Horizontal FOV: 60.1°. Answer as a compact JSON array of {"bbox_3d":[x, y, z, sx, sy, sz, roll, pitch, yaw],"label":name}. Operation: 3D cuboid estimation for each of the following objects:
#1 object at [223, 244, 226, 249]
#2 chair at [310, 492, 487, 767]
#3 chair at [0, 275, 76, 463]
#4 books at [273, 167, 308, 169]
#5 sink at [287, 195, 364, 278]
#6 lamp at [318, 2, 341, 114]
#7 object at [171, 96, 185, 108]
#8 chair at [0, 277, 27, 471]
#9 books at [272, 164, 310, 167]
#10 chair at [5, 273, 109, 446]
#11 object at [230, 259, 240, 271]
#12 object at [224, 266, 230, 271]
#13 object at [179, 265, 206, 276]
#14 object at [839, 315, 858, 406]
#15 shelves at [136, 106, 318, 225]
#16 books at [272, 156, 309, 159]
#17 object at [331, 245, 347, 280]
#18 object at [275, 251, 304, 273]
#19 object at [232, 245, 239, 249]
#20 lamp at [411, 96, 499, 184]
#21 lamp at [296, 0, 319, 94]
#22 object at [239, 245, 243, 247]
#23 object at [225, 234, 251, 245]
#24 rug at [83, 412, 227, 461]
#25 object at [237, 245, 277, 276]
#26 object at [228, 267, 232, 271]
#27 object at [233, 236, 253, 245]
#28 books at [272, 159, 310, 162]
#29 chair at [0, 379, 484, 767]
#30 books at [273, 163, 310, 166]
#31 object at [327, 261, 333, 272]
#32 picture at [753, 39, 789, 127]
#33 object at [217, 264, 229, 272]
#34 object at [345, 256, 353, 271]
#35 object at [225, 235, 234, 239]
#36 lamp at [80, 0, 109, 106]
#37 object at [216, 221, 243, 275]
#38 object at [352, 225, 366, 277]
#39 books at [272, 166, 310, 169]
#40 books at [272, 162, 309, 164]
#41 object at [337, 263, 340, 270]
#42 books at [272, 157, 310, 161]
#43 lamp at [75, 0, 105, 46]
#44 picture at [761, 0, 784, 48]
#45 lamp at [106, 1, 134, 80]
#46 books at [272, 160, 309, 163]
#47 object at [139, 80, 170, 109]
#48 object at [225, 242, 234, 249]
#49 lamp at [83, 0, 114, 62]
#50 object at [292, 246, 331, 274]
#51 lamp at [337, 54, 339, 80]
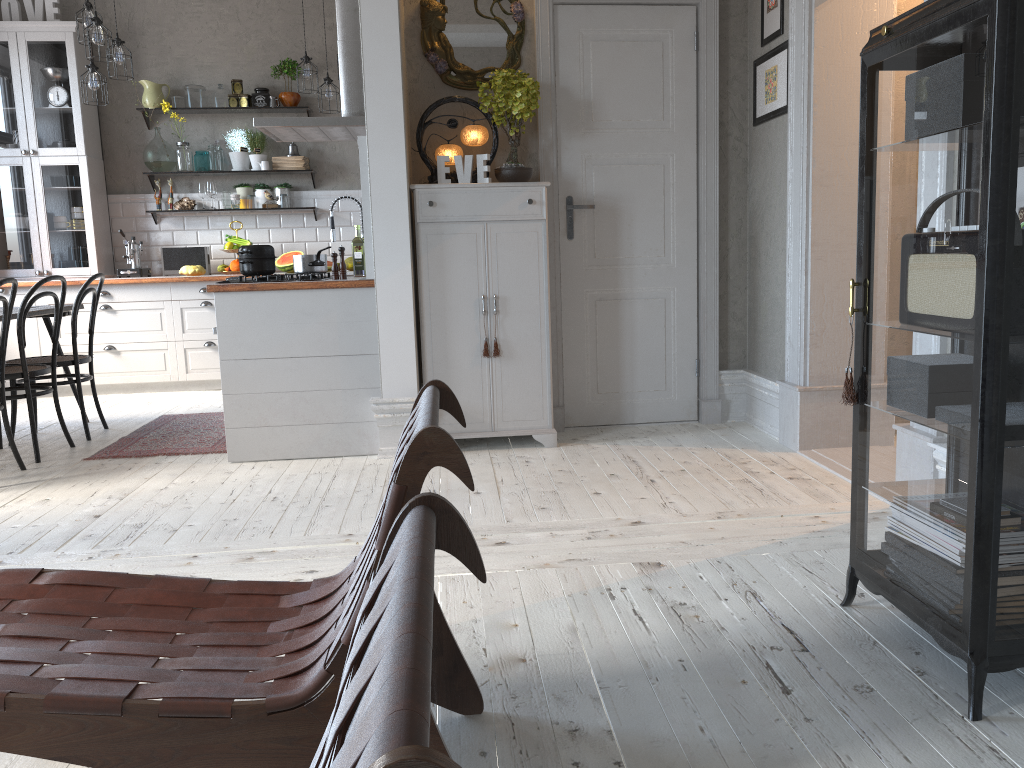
[{"bbox_3d":[-2.249,-1.082,7.059,0.097,0.078,0.100,-5,9,-18],"label":"object"},{"bbox_3d":[-0.495,0.525,0.685,1.021,0.721,0.505,-3,8,-6],"label":"chair"},{"bbox_3d":[-2.529,-0.081,4.488,0.549,0.921,0.438,-2,8,2],"label":"chair"},{"bbox_3d":[-1.797,-1.751,7.215,0.261,0.011,0.157,-2,8,0],"label":"books"},{"bbox_3d":[-1.098,-0.735,5.164,0.530,0.720,0.484,-3,8,-5],"label":"sink"},{"bbox_3d":[-1.378,-2.870,6.433,0.149,1.735,0.144,-8,10,-33],"label":"lamp"},{"bbox_3d":[-2.652,-2.228,7.041,0.104,0.111,0.103,-3,8,-6],"label":"object"},{"bbox_3d":[-2.484,-0.005,3.963,0.553,0.921,0.435,-3,9,-8],"label":"chair"},{"bbox_3d":[-1.798,-1.773,7.212,0.260,0.016,0.158,-1,8,3],"label":"books"},{"bbox_3d":[-2.547,-0.151,4.965,0.553,0.921,0.435,-3,9,-8],"label":"chair"},{"bbox_3d":[-2.159,-0.933,6.960,0.115,0.111,0.109,-8,11,-37],"label":"object"},{"bbox_3d":[-2.250,-0.918,7.061,0.084,0.057,0.089,2,9,26],"label":"object"},{"bbox_3d":[-2.484,-0.883,6.886,0.198,0.083,0.188,-2,8,-5],"label":"object"},{"bbox_3d":[0.852,-0.059,2.237,0.044,0.234,0.041,5,11,41],"label":"object"},{"bbox_3d":[-2.266,-1.740,7.154,1.322,0.923,0.227,-3,8,-6],"label":"shelves"},{"bbox_3d":[-1.800,-1.837,7.202,0.261,0.011,0.157,-2,8,0],"label":"books"},{"bbox_3d":[-0.848,-0.595,4.332,0.073,0.167,0.036,-3,9,-6],"label":"object"},{"bbox_3d":[-1.745,-0.958,6.960,0.233,0.174,0.220,1,9,16],"label":"object"},{"bbox_3d":[-2.188,-1.070,7.008,0.064,0.061,0.066,-3,8,-5],"label":"object"},{"bbox_3d":[-0.270,-1.144,4.412,0.449,0.558,0.172,-2,8,2],"label":"lamp"},{"bbox_3d":[-1.500,-2.966,6.269,0.144,1.735,0.149,2,9,26],"label":"lamp"},{"bbox_3d":[-2.135,-1.075,7.048,0.077,0.062,0.098,-7,10,-32],"label":"object"},{"bbox_3d":[-2.171,-1.139,7.029,0.211,0.101,0.067,-2,8,0],"label":"object"},{"bbox_3d":[-1.823,0.269,5.061,0.739,0.014,1.283,-2,8,-5],"label":"rug"},{"bbox_3d":[-1.256,-0.610,4.365,0.193,0.147,0.189,-6,9,-25],"label":"object"},{"bbox_3d":[-2.236,-0.912,7.079,0.071,0.076,0.225,-5,9,-22],"label":"object"},{"bbox_3d":[-2.148,-1.140,7.100,0.179,0.096,0.089,0,9,14],"label":"object"},{"bbox_3d":[-1.799,-1.815,7.205,0.260,0.016,0.158,-1,8,6],"label":"books"},{"bbox_3d":[-0.560,0.402,1.527,1.021,0.721,0.505,-3,8,-6],"label":"chair"},{"bbox_3d":[-1.798,-1.783,7.210,0.261,0.011,0.157,-2,8,0],"label":"books"},{"bbox_3d":[-1.483,-0.939,6.943,0.228,0.127,0.146,-5,9,-23],"label":"object"},{"bbox_3d":[1.278,-1.473,4.364,0.014,0.331,0.487,-3,8,-4],"label":"picture"},{"bbox_3d":[-2.293,-0.925,7.091,0.075,0.072,0.154,2,9,24],"label":"object"},{"bbox_3d":[-1.258,-0.964,7.092,0.208,0.119,0.129,-9,11,-42],"label":"object"},{"bbox_3d":[-2.238,-1.158,7.022,0.074,0.058,0.050,-6,10,-28],"label":"object"},{"bbox_3d":[-2.740,-2.681,5.640,0.150,1.735,0.143,-9,11,-38],"label":"lamp"},{"bbox_3d":[-2.185,-1.087,7.061,0.357,0.426,0.347,-5,9,-20],"label":"object"},{"bbox_3d":[-0.828,-0.728,4.853,0.090,0.282,0.081,-3,8,-5],"label":"object"},{"bbox_3d":[-1.797,-1.762,7.213,0.260,0.016,0.158,-1,8,6],"label":"books"},{"bbox_3d":[-1.799,-1.794,7.208,0.262,0.011,0.157,-2,8,-3],"label":"books"},{"bbox_3d":[-1.397,-0.942,7.129,0.204,0.073,0.117,-9,11,-42],"label":"object"},{"bbox_3d":[-1.800,-1.826,7.204,0.260,0.016,0.158,-1,8,3],"label":"books"},{"bbox_3d":[-2.673,-2.997,5.442,0.148,1.735,0.145,-5,9,-18],"label":"lamp"},{"bbox_3d":[1.264,-1.883,4.300,0.012,0.417,0.281,-3,8,-4],"label":"picture"},{"bbox_3d":[-2.571,-2.845,5.633,0.148,1.735,0.145,-5,9,-18],"label":"lamp"},{"bbox_3d":[-1.799,-1.805,7.207,0.261,0.011,0.157,-2,8,0],"label":"books"},{"bbox_3d":[-2.809,-2.265,6.958,0.190,0.216,0.174,-1,9,8],"label":"object"},{"bbox_3d":[-2.229,-1.088,6.985,0.059,0.069,0.079,0,9,14],"label":"object"},{"bbox_3d":[-2.560,-2.850,5.316,0.143,1.735,0.150,5,11,41],"label":"lamp"},{"bbox_3d":[-1.004,-0.647,4.621,0.298,0.134,0.178,3,10,29],"label":"object"},{"bbox_3d":[-1.259,-3.141,6.515,0.144,1.735,0.149,4,10,36],"label":"lamp"}]
